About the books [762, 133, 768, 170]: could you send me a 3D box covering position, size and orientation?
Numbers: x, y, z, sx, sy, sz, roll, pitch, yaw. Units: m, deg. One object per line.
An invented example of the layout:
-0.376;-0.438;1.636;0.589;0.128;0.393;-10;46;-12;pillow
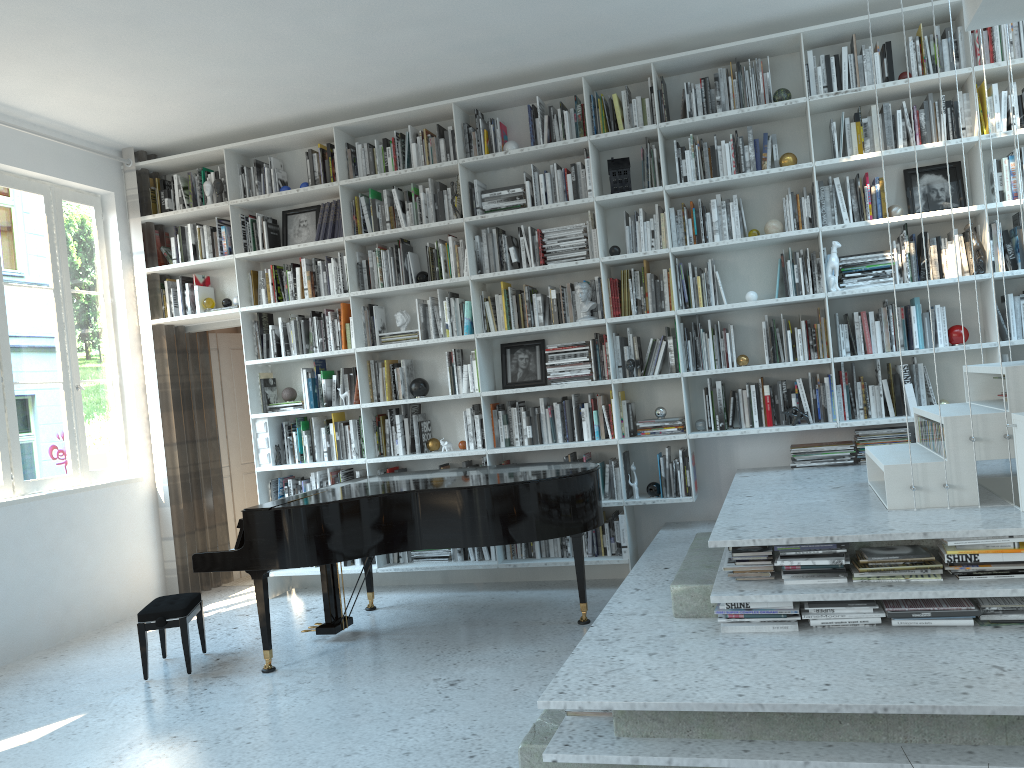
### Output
1.493;-1.342;5.228;0.054;0.235;0.171;-5;0;17;books

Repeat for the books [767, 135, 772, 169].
1.518;-1.335;5.230;0.048;0.216;0.182;-5;0;17;books

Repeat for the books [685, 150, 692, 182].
1.075;-1.286;5.353;0.026;0.208;0.181;-5;0;17;books

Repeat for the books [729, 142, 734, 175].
1.313;-1.317;5.293;0.011;0.222;0.159;-5;0;17;books

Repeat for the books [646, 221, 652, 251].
0.853;-0.889;5.444;0.027;0.196;0.185;-5;0;17;books

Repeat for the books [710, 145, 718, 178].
1.223;-1.309;5.339;0.028;0.223;0.142;-5;0;17;books

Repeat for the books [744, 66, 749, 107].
1.394;-1.721;5.260;0.008;0.275;0.163;-5;0;17;books

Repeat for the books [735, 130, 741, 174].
1.355;-1.353;5.294;0.012;0.285;0.159;-5;0;17;books

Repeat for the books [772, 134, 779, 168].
1.558;-1.345;5.236;0.026;0.229;0.140;-5;0;17;books

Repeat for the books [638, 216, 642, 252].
0.804;-0.904;5.466;0.023;0.236;0.178;-5;0;17;books

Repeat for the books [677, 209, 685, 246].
1.041;-0.931;5.409;0.030;0.242;0.138;-5;0;17;books

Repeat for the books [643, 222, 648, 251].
0.834;-0.886;5.447;0.024;0.195;0.172;-5;0;17;books

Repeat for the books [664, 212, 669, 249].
0.956;-0.920;5.418;0.026;0.238;0.173;-5;0;17;books

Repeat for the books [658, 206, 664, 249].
0.920;-0.936;5.429;0.025;0.277;0.173;-5;0;17;books

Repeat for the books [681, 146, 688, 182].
1.054;-1.302;5.378;0.026;0.243;0.148;-5;0;17;books

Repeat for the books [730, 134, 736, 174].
1.323;-1.339;5.291;0.012;0.264;0.156;-5;0;17;books

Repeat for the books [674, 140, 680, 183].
1.010;-1.319;5.382;0.012;0.285;0.159;-5;0;17;books

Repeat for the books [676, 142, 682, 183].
1.027;-1.318;5.398;0.011;0.280;0.133;-5;0;17;books

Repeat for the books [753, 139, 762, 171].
1.457;-1.327;5.251;0.030;0.213;0.156;-5;0;17;books

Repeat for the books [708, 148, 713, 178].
1.202;-1.302;5.342;0.014;0.215;0.132;-5;0;17;books

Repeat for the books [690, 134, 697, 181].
1.104;-1.339;5.354;0.014;0.307;0.152;-5;0;17;books

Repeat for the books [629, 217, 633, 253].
0.751;-0.902;5.493;0.024;0.242;0.159;-5;0;17;books

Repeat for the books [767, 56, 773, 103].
1.520;-1.749;5.211;0.006;0.306;0.163;-5;0;17;books

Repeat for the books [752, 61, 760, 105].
1.448;-1.738;5.245;0.019;0.299;0.137;-5;0;17;books

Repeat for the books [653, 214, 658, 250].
0.891;-0.912;5.439;0.024;0.234;0.149;-5;0;17;books

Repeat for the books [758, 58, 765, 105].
1.474;-1.740;5.226;0.013;0.297;0.188;-5;0;17;books

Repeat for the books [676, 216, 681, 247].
1.024;-0.913;5.419;0.013;0.210;0.140;-5;0;17;books

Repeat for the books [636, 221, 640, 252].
0.792;-0.888;5.476;0.023;0.207;0.171;-5;0;17;books

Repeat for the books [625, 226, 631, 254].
0.729;-0.871;5.479;0.028;0.185;0.181;-5;0;17;books

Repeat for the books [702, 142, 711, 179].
1.176;-1.313;5.330;0.027;0.241;0.160;-5;0;17;books

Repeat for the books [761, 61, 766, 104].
1.483;-1.731;5.217;0.008;0.278;0.180;-5;0;17;books

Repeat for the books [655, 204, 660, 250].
0.905;-0.943;5.436;0.028;0.293;0.154;-5;0;17;books

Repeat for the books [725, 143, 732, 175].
1.295;-1.309;5.284;0.021;0.209;0.180;-5;0;17;books

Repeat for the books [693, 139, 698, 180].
1.117;-1.321;5.350;0.010;0.268;0.166;-5;0;17;books

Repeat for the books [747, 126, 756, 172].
1.421;-1.360;5.246;0.029;0.285;0.183;-5;0;17;books

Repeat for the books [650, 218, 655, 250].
0.872;-0.898;5.438;0.029;0.211;0.157;-5;0;17;books

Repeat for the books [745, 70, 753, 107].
1.410;-1.711;5.255;0.024;0.252;0.149;-5;0;17;books

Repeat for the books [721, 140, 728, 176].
1.277;-1.321;5.305;0.023;0.237;0.149;-5;0;17;books

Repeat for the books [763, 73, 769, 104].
1.502;-1.701;5.226;0.018;0.214;0.157;-5;0;17;books

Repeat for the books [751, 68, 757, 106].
1.434;-1.717;5.245;0.014;0.258;0.149;-5;0;17;books

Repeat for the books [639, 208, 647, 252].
0.812;-0.925;5.440;0.028;0.275;0.186;-5;0;17;books

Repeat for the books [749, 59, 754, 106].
1.420;-1.739;5.242;0.008;0.307;0.182;-5;0;17;books

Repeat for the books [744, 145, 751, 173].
1.403;-1.306;5.267;0.027;0.181;0.176;-5;0;17;books

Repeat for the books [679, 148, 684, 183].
1.038;-1.298;5.389;0.012;0.239;0.138;-5;0;17;books

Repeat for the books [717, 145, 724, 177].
1.259;-1.309;5.323;0.025;0.216;0.144;-5;0;17;books

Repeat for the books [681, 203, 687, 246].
1.059;-0.952;5.398;0.014;0.278;0.153;-5;0;17;books

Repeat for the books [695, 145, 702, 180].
1.131;-1.306;5.356;0.012;0.235;0.165;-5;0;17;books

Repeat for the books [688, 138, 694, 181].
1.094;-1.326;5.364;0.011;0.283;0.172;-5;0;17;books

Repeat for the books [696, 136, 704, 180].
1.144;-1.337;5.357;0.021;0.296;0.138;-5;0;17;books

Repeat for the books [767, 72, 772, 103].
1.515;-1.700;5.213;0.014;0.209;0.188;-5;0;17;books

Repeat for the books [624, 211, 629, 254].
0.719;-0.921;5.503;0.018;0.285;0.159;-5;0;17;books

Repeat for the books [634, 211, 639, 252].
0.779;-0.922;5.480;0.019;0.275;0.146;-5;0;17;books

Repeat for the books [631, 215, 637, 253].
0.766;-0.907;5.483;0.028;0.250;0.164;-5;0;17;books

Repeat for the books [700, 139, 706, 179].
1.162;-1.329;5.359;0.012;0.276;0.133;-5;0;17;books

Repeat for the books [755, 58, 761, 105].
1.465;-1.751;5.258;0.008;0.321;0.133;-5;0;17;books

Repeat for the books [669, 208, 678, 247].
0.994;-0.932;5.398;0.028;0.251;0.190;-5;0;17;books

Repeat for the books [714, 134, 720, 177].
1.238;-1.341;5.330;0.013;0.284;0.154;-5;0;17;books

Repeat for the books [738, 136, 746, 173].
1.372;-1.331;5.270;0.030;0.238;0.185;-5;0;17;books

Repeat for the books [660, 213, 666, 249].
0.934;-0.914;5.409;0.028;0.230;0.176;-5;0;17;books
